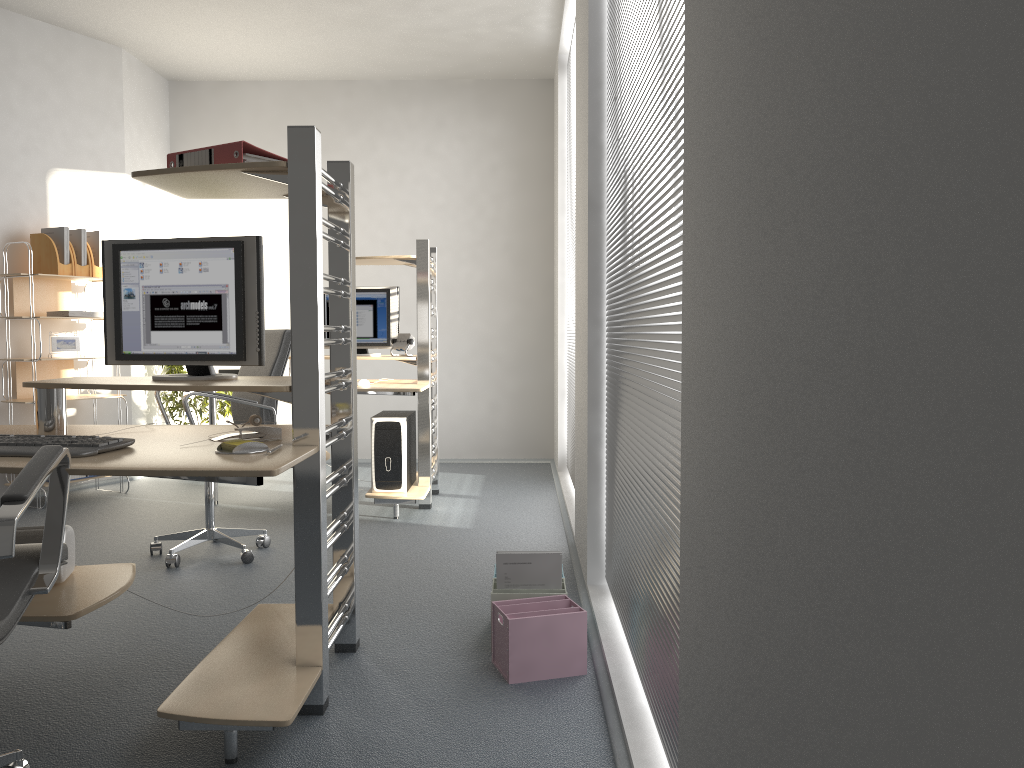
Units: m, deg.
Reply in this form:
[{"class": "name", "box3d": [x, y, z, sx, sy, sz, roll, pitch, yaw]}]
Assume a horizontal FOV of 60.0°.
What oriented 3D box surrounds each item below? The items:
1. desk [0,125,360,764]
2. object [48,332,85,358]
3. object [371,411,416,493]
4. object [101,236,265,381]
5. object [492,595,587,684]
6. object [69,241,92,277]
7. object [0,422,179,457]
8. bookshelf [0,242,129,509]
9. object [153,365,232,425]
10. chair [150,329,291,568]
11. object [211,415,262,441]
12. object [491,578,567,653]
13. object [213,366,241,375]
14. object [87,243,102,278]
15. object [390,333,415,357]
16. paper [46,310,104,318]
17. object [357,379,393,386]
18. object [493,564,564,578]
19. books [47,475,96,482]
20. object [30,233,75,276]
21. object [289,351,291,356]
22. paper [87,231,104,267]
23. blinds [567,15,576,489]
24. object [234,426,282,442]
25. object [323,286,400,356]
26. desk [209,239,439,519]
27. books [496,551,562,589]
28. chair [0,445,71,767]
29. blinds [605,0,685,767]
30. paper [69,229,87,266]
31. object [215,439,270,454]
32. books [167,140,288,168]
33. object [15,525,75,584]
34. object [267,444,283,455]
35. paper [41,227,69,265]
[{"class": "desk", "box3d": [-1.242, 0.110, 2.413, 1.469, 1.566, 0.967, 0, 3, 1]}, {"class": "object", "box3d": [-2.756, -0.243, 5.481, 0.192, 0.161, 0.077, -3, 5, -43]}, {"class": "object", "box3d": [-0.683, 0.385, 5.144, 0.199, 0.422, 0.471, 0, 3, 1]}, {"class": "object", "box3d": [-0.954, -0.224, 2.683, 0.516, 0.418, 0.245, 1, 4, 23]}, {"class": "object", "box3d": [0.080, 0.781, 2.715, 0.245, 0.202, 0.185, -1, 3, -17]}, {"class": "object", "box3d": [-2.748, -0.792, 5.520, 0.243, 0.259, 0.113, 2, 4, 28]}, {"class": "object", "box3d": [-1.188, 0.164, 2.533, 0.478, 0.082, 0.814, 0, 3, 8]}, {"class": "bookshelf", "box3d": [-2.771, -0.063, 5.509, 0.381, 1.572, 0.724, 2, 4, 28]}, {"class": "object", "box3d": [-2.283, 0.092, 6.564, 0.544, 1.147, 0.644, 2, 4, 29]}, {"class": "chair", "box3d": [-1.396, 0.271, 4.117, 0.652, 1.048, 0.584, -2, 4, -34]}, {"class": "object", "box3d": [-0.765, 0.121, 2.499, 0.159, 0.064, 0.054, -2, 4, -32]}, {"class": "object", "box3d": [0.055, 0.768, 2.940, 0.245, 0.202, 0.185, 0, 3, 1]}, {"class": "object", "box3d": [-1.666, -0.095, 5.447, 0.438, 0.162, 0.351, -1, 3, -7]}, {"class": "object", "box3d": [-2.684, -0.798, 5.627, 0.243, 0.259, 0.113, 2, 4, 31]}, {"class": "object", "box3d": [-0.643, -0.231, 5.235, 0.154, 0.135, 0.093, 2, 4, 37]}, {"class": "paper", "box3d": [-2.715, -0.434, 5.566, 0.213, 0.046, 0.297, 2, 4, 28]}, {"class": "object", "box3d": [-0.777, -0.001, 5.331, 0.168, 0.088, 0.742, 0, 3, 3]}, {"class": "object", "box3d": [0.057, 0.757, 3.125, 0.245, 0.202, 0.185, 0, 3, 1]}, {"class": "books", "box3d": [-2.764, 0.546, 5.526, 0.262, 0.072, 0.320, 2, 4, 29]}, {"class": "object", "box3d": [-2.804, -0.786, 5.410, 0.243, 0.259, 0.113, 1, 4, 26]}, {"class": "object", "box3d": [-1.294, -0.248, 5.438, 0.150, 0.151, 0.119, -1, 3, -13]}, {"class": "paper", "box3d": [-2.675, -0.819, 5.644, 0.213, 0.297, 0.045, 2, 4, 31]}, {"class": "blinds", "box3d": [0.385, -0.746, 5.154, 0.037, 2.749, 1.950, 0, 3, 1]}, {"class": "object", "box3d": [-0.692, 0.136, 2.424, 0.022, 0.042, 0.134, 3, 4, 43]}, {"class": "object", "box3d": [-0.924, -0.384, 5.450, 0.516, 0.418, 0.245, 1, 3, 15]}, {"class": "desk", "box3d": [-1.210, -0.051, 5.203, 1.469, 1.566, 0.967, 0, 3, 1]}, {"class": "books", "box3d": [0.054, 0.698, 2.921, 0.220, 0.306, 0.068, 0, 3, 1]}, {"class": "chair", "box3d": [-1.221, 0.408, 1.741, 0.584, 1.048, 0.652, -1, 3, -13]}, {"class": "blinds", "box3d": [0.354, -0.584, 2.358, 0.022, 2.770, 1.950, 0, 3, 1]}, {"class": "paper", "box3d": [-2.740, -0.813, 5.538, 0.213, 0.297, 0.045, 2, 4, 28]}, {"class": "object", "box3d": [-0.677, 0.155, 2.228, 0.132, 0.026, 0.132, 0, 3, 1]}, {"class": "books", "box3d": [-0.790, -0.631, 2.580, 0.320, 0.072, 0.262, 2, 4, 33]}, {"class": "object", "box3d": [-1.545, 0.520, 2.584, 0.438, 0.162, 0.351, -1, 3, -15]}, {"class": "object", "box3d": [-0.594, 0.163, 2.230, 0.011, 0.011, 0.158, 0, 3, -2]}, {"class": "paper", "box3d": [-2.796, -0.806, 5.428, 0.213, 0.297, 0.045, 1, 4, 26]}]
